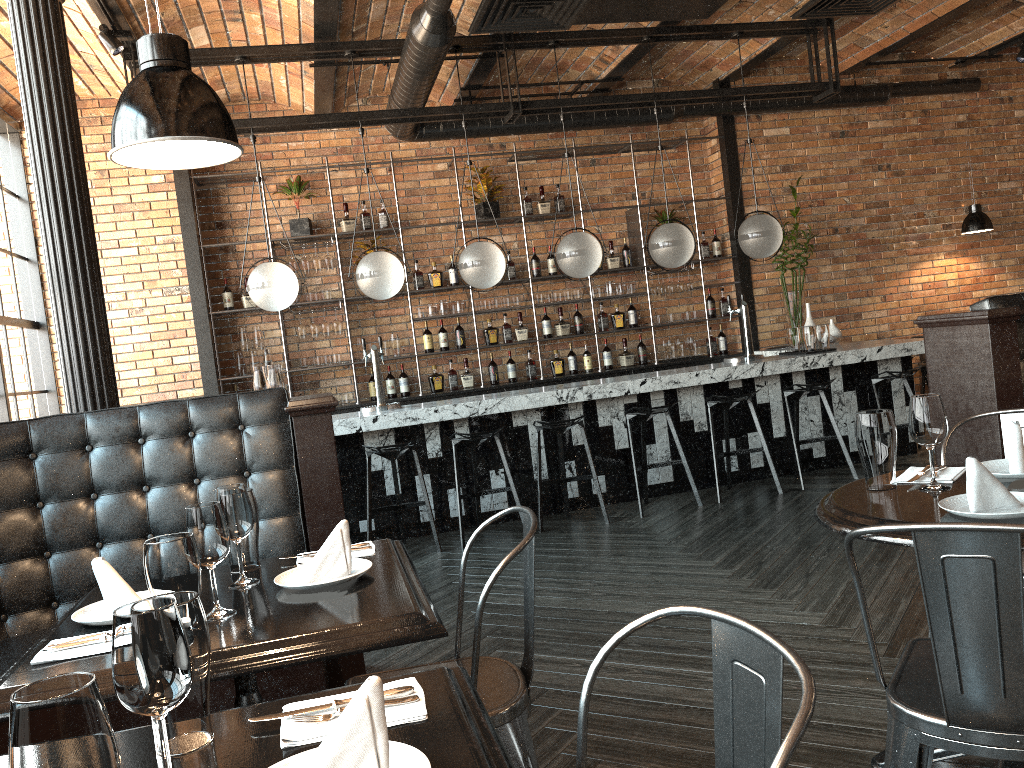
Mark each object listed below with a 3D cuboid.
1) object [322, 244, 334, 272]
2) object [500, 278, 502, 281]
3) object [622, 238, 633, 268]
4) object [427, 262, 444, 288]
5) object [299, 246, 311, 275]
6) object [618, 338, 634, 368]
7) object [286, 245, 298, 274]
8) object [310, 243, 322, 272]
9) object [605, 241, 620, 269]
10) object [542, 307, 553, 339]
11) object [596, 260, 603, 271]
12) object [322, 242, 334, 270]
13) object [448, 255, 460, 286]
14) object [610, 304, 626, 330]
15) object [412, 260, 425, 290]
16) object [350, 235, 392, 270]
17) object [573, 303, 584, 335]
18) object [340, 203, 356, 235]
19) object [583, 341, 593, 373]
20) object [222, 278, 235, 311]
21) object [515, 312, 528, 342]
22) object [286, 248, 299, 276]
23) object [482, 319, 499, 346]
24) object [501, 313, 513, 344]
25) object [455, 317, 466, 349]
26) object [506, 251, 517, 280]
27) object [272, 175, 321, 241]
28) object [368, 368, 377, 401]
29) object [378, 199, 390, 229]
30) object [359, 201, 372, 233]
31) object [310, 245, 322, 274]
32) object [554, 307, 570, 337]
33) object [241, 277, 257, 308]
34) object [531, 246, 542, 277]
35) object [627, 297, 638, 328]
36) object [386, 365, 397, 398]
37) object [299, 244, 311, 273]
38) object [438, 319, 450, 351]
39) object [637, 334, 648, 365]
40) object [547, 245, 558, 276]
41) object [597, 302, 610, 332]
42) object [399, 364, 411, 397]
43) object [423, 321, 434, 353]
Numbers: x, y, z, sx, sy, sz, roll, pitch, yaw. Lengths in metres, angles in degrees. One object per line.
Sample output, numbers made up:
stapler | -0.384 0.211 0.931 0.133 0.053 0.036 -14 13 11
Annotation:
object | -1.653 -1.129 7.970 0.092 0.244 0.092 -7 3 -7
object | -0.169 -1.074 8.210 0.123 0.279 0.123 -8 3 -24
object | 1.098 -1.255 8.505 0.086 0.297 0.086 -5 3 37
object | -0.700 -0.988 8.108 0.151 0.248 0.094 -7 3 -9
object | -1.849 -1.103 7.927 0.092 0.244 0.092 -7 3 -7
object | 1.093 -0.301 8.505 0.123 0.279 0.123 -8 3 -24
object | -1.920 -1.086 7.743 0.092 0.244 0.092 -7 3 -7
object | -1.718 -1.113 7.787 0.092 0.244 0.092 -7 3 -7
object | 0.957 -1.224 8.457 0.123 0.279 0.123 -7 3 -4
object | 0.326 -0.577 8.351 0.086 0.298 0.086 -5 3 37
object | 0.809 -1.215 8.445 0.086 0.299 0.086 -5 3 37
object | -1.617 -1.126 7.809 0.092 0.244 0.092 -7 3 -7
object | -0.540 -1.036 8.157 0.086 0.298 0.086 -5 3 37
object | 1.015 -0.642 8.495 0.151 0.248 0.094 -7 3 -3
object | -0.858 -0.986 8.073 0.083 0.282 0.083 -8 3 -27
object | -1.237 -1.055 7.960 0.430 0.526 0.425 -7 3 0
object | 0.628 -0.617 8.413 0.086 0.299 0.086 -5 3 37
object | -1.472 -1.479 7.929 0.123 0.279 0.123 -8 3 -24
object | 0.715 -0.261 8.436 0.080 0.299 0.080 -7 3 -10
object | -2.485 -0.779 7.749 0.086 0.298 0.086 -5 3 37
object | 0.087 -0.533 8.277 0.123 0.279 0.123 -7 3 1
object | -1.956 -1.089 7.903 0.092 0.244 0.092 -7 3 -7
object | -0.198 -0.480 8.229 0.151 0.248 0.094 -8 3 -23
object | -0.051 -0.518 8.261 0.083 0.282 0.083 -8 3 -12
object | -0.482 -0.469 8.170 0.086 0.297 0.086 -5 3 37
object | -0.016 -1.098 8.258 0.083 0.282 0.083 -8 3 -12
object | -1.893 -1.563 7.860 0.377 0.554 0.422 -8 3 -25
object | -1.251 0.001 8.012 0.086 0.299 0.086 -5 3 37
object | -1.159 -1.523 7.997 0.083 0.282 0.083 -7 3 3
object | -1.320 -1.502 7.961 0.083 0.282 0.083 -8 3 -27
object | -1.754 -1.116 7.948 0.092 0.244 0.092 -7 3 -7
object | 0.469 -0.584 8.361 0.123 0.279 0.123 -8 3 -24
object | -2.301 -0.790 7.743 0.123 0.279 0.123 -8 3 -23
object | 0.220 -1.138 8.313 0.086 0.299 0.086 -5 3 37
object | 1.158 -0.687 8.540 0.086 0.298 0.086 -5 3 37
object | -1.104 -0.021 8.070 0.086 0.298 0.086 -5 3 37
object | -1.814 -1.100 7.766 0.092 0.244 0.092 -7 3 -7
object | -0.635 -0.450 8.165 0.086 0.298 0.086 -5 3 37
object | 1.252 -0.334 8.557 0.086 0.299 0.086 -5 3 37
object | 0.374 -1.160 8.375 0.086 0.298 0.086 -5 3 37
object | 0.864 -0.640 8.462 0.083 0.282 0.083 -8 3 -27
object | -0.984 -0.036 8.072 0.086 0.298 0.086 -5 3 37
object | -0.770 -0.430 8.110 0.086 0.299 0.086 -5 3 37
